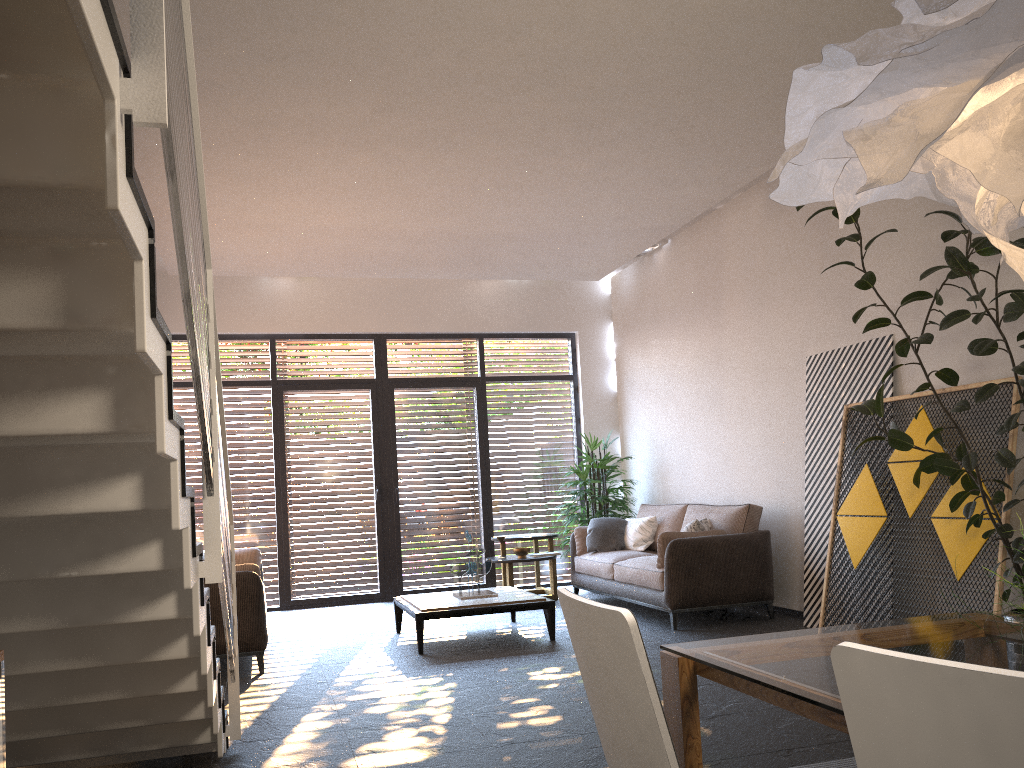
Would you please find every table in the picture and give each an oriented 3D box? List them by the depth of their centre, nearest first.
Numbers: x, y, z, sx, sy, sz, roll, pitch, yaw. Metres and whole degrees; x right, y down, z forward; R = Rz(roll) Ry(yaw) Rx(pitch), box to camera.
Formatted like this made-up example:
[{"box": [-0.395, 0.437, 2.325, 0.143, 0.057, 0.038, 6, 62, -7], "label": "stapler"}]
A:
[{"box": [1.124, 0.902, 1.533, 0.997, 0.711, 1.809, -1, -7, -16], "label": "table"}, {"box": [-0.326, 1.825, 6.950, 1.048, 0.306, 1.121, -1, -7, -16], "label": "table"}]

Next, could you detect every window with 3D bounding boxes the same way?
[{"box": [-1.421, 0.882, 9.799, 4.939, 3.017, 0.461, -1, -4, -16], "label": "window"}]

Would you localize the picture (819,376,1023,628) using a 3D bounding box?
[{"box": [2.431, 0.851, 5.429, 0.386, 1.599, 1.505, -2, -5, -16], "label": "picture"}]

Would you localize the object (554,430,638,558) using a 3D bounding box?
[{"box": [0.908, 1.354, 9.525, 0.916, 1.716, 0.979, -7, -6, 39], "label": "object"}]

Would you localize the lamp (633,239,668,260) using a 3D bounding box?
[{"box": [1.357, -1.407, 9.162, 0.253, 0.066, 0.648, -1, -7, -16], "label": "lamp"}]

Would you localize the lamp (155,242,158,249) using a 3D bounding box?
[{"box": [-3.279, -1.314, 7.827, 0.253, 0.066, 0.648, -1, -7, -16], "label": "lamp"}]

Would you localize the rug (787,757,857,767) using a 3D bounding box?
[{"box": [1.143, 1.255, 1.528, 2.370, 0.006, 3.705, -1, -7, -16], "label": "rug"}]

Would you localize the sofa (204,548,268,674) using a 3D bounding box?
[{"box": [-2.417, 1.621, 6.851, 0.993, 0.916, 2.333, -2, -6, -16], "label": "sofa"}]

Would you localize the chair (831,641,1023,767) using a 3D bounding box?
[{"box": [0.788, 0.766, 1.081, 0.601, 0.916, 0.477, 0, -5, -30], "label": "chair"}]

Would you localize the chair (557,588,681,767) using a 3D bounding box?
[{"box": [0.447, 0.864, 1.759, 0.601, 0.916, 0.477, -2, -4, -13], "label": "chair"}]

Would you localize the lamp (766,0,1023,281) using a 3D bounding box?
[{"box": [0.917, -2.760, 1.780, 1.117, 5.193, 1.066, -3, -4, -5], "label": "lamp"}]

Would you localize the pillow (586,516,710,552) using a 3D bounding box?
[{"box": [1.197, 1.368, 7.945, 0.618, 0.341, 1.903, -1, -7, -16], "label": "pillow"}]

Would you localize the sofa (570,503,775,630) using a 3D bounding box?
[{"box": [1.340, 1.546, 7.932, 0.993, 0.916, 2.333, -2, -6, -16], "label": "sofa"}]

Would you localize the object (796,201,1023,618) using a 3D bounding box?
[{"box": [2.431, -0.072, 4.380, 0.907, 3.187, 2.019, 0, -5, -38], "label": "object"}]

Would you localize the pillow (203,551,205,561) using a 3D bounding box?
[{"box": [-2.733, 1.569, 7.284, 0.956, 0.705, 1.022, -4, -6, 8], "label": "pillow"}]

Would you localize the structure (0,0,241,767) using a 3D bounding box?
[{"box": [0.735, -2.985, 0.701, 4.232, 8.277, 8.501, -2, -5, -16], "label": "structure"}]

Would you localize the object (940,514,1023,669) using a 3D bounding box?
[{"box": [1.107, 0.384, 1.582, 0.531, 0.366, 0.671, -1, -6, -21], "label": "object"}]

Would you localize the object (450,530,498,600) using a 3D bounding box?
[{"box": [-0.096, -1.069, 2.872, 0.365, 4.455, 8.949, -3, -6, -5], "label": "object"}]

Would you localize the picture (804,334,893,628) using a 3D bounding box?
[{"box": [2.340, 0.736, 6.208, 0.207, 2.011, 0.962, -2, -4, -16], "label": "picture"}]
